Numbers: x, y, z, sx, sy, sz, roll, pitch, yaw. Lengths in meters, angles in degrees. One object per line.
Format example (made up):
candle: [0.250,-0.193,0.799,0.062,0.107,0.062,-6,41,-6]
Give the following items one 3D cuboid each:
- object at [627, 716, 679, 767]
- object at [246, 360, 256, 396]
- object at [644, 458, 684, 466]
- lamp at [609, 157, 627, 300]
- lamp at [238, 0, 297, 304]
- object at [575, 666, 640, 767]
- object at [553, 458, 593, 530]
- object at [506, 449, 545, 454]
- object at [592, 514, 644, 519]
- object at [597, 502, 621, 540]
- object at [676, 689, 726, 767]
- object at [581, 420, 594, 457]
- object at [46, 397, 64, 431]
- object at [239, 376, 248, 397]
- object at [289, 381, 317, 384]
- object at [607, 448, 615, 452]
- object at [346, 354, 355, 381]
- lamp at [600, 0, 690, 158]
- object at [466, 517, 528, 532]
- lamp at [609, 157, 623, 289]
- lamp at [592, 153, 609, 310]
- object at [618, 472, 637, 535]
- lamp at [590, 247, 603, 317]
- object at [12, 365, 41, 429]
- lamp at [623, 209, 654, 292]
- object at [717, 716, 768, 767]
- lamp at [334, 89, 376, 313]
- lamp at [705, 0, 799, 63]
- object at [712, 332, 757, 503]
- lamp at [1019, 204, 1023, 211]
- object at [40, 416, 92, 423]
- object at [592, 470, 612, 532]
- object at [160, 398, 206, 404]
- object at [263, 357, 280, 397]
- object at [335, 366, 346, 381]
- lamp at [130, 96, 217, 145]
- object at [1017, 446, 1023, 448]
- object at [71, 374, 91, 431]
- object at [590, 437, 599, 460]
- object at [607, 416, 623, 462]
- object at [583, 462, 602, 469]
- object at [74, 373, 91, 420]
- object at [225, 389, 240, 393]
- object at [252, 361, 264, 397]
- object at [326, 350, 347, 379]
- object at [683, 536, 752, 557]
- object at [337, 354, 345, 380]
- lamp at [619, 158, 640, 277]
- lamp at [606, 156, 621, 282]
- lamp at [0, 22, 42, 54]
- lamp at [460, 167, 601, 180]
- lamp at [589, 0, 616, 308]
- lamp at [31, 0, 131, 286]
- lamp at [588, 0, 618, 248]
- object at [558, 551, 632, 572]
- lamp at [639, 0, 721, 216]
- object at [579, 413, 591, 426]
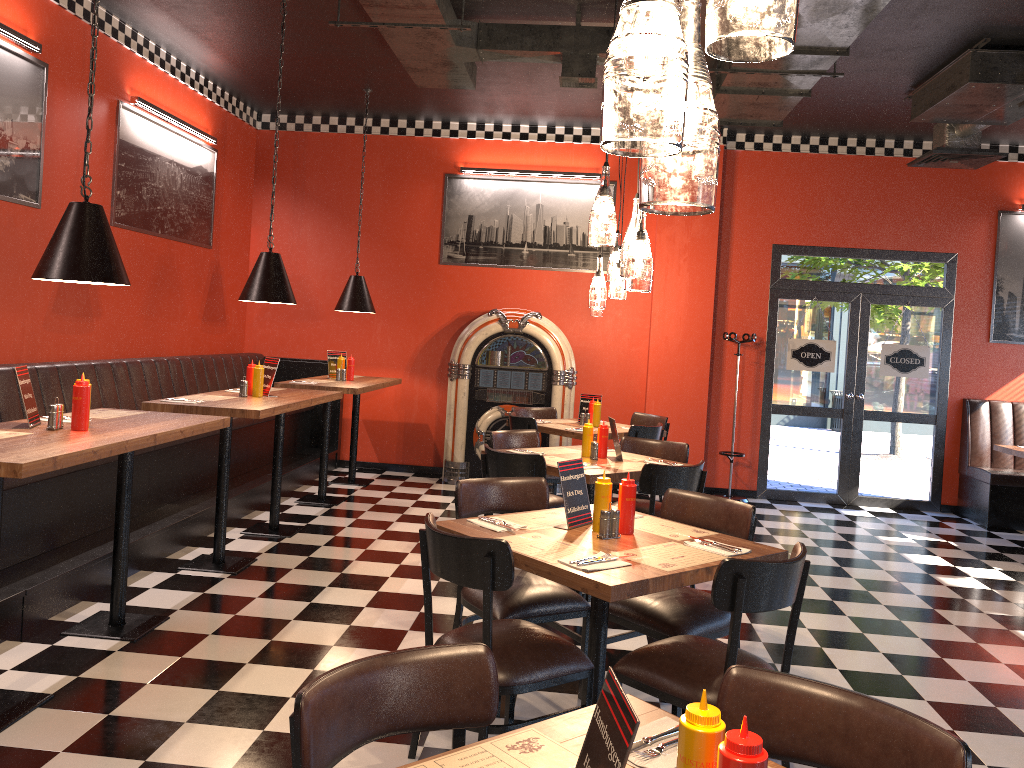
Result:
object: [0.262,0.664,1.626,0.255,0.019,0.158,1,4,-39]
object: [-1.736,-0.043,5.906,0.068,0.237,0.068,3,1,-1]
object: [0.920,0.481,5.463,0.157,0.019,0.255,1,4,-37]
lamp: [0.705,-1.498,5.399,0.108,1.964,0.108,3,1,-13]
lamp: [-1.577,-1.566,5.928,0.381,2.043,0.382,3,1,-44]
object: [0.115,0.558,1.240,0.072,0.257,0.188,3,2,-5]
object: [0.251,0.433,3.517,0.072,0.257,0.188,4,2,35]
object: [0.101,0.426,5.555,0.255,0.019,0.157,7,5,43]
object: [0.424,0.552,3.730,0.158,0.019,0.255,6,4,42]
object: [0.369,0.513,3.341,0.093,0.136,0.047,2,1,-35]
object: [0.279,0.573,1.318,0.068,0.237,0.068,4,1,19]
object: [0.475,0.338,5.558,0.068,0.237,0.068,4,1,10]
object: [-1.922,0.124,3.734,0.046,0.136,0.094,3,2,-5]
object: [-1.752,0.015,5.787,0.046,0.136,0.094,3,2,-30]
object: [-1.704,-0.014,7.332,0.255,0.019,0.157,4,3,2]
object: [0.571,0.435,5.895,0.255,0.019,0.158,1,4,-40]
object: [-1.465,-0.150,8.041,0.068,0.237,0.068,3,1,-2]
lamp: [0.223,-1.278,1.111,0.108,1.964,0.108,3,1,-8]
object: [-0.045,0.541,3.427,0.157,0.019,0.255,1,4,-39]
lamp: [0.929,-1.718,7.493,0.108,1.964,0.108,4,1,37]
lamp: [0.792,-1.614,7.484,0.108,1.964,0.108,3,1,-43]
object: [0.445,0.460,3.431,0.068,0.237,0.068,4,1,10]
lamp: [0.785,-1.562,7.608,0.108,1.964,0.108,3,1,-14]
object: [-2.058,0.052,3.768,0.072,0.257,0.188,3,2,-16]
lamp: [0.527,-1.327,3.293,0.108,1.964,0.108,4,1,16]
object: [0.317,0.580,1.233,0.068,0.237,0.068,3,1,-42]
lamp: [-1.386,-1.685,8.162,0.381,2.043,0.382,3,1,-44]
lamp: [0.342,-1.379,1.043,0.108,1.964,0.108,3,1,-4]
object: [2.191,0.322,8.725,0.375,1.657,0.374,4,1,27]
lamp: [5.276,-1.706,8.643,0.610,0.056,0.081,4,3,5]
object: [-2.026,0.159,4.036,0.255,0.019,0.157,4,3,2]
object: [0.352,0.454,3.441,0.068,0.237,0.068,4,1,10]
object: [-1.917,0.097,5.207,0.255,0.019,0.157,4,3,2]
object: [-1.644,-0.049,5.949,0.072,0.257,0.188,3,2,-44]
object: [-1.532,-0.097,7.941,0.093,0.136,0.047,3,1,-15]
lamp: [-2.835,-2.212,7.496,0.081,0.056,1.446,4,3,5]
object: [4.611,0.567,7.849,0.157,0.019,0.255,4,3,5]
object: [-1.823,0.077,3.749,0.068,0.237,0.068,4,1,25]
object: [0.509,0.397,5.466,0.046,0.136,0.094,3,2,-5]
object: [0.645,0.341,5.519,0.072,0.257,0.188,3,2,-5]
object: [0.413,0.470,5.123,0.255,0.019,0.158,1,4,-38]
object: [-1.861,0.070,3.834,0.068,0.237,0.068,4,1,14]
object: [-1.841,0.048,6.124,0.255,0.019,0.157,4,3,2]
object: [-1.671,-0.035,5.839,0.068,0.237,0.068,3,1,-6]
object: [-1.605,-0.175,8.147,0.188,0.257,0.072,2,1,-35]
object: [0.744,0.597,3.287,0.157,0.019,0.255,1,4,-41]
object: [-1.557,-0.157,8.059,0.068,0.237,0.068,3,1,-2]
lamp: [0.527,-1.393,3.416,0.108,1.964,0.108,3,1,-43]
lamp: [0.702,-1.618,5.528,0.108,1.964,0.108,3,1,-39]
lamp: [-3.060,-2.072,4.860,0.081,0.056,1.446,4,3,5]
lamp: [0.189,-2.155,9.072,1.444,0.056,0.081,4,3,5]
lamp: [0.579,-1.446,5.396,0.108,1.964,0.108,4,1,16]
lamp: [-1.763,-1.450,3.745,0.381,2.043,0.382,3,1,-44]
lamp: [0.404,-1.512,3.404,0.108,1.964,0.108,3,1,-23]
object: [0.291,0.588,2.962,0.255,0.019,0.158,1,4,-38]
lamp: [0.287,-1.220,1.215,0.108,1.964,0.108,3,1,-39]
object: [0.621,0.286,7.503,0.094,0.136,0.047,4,1,5]
